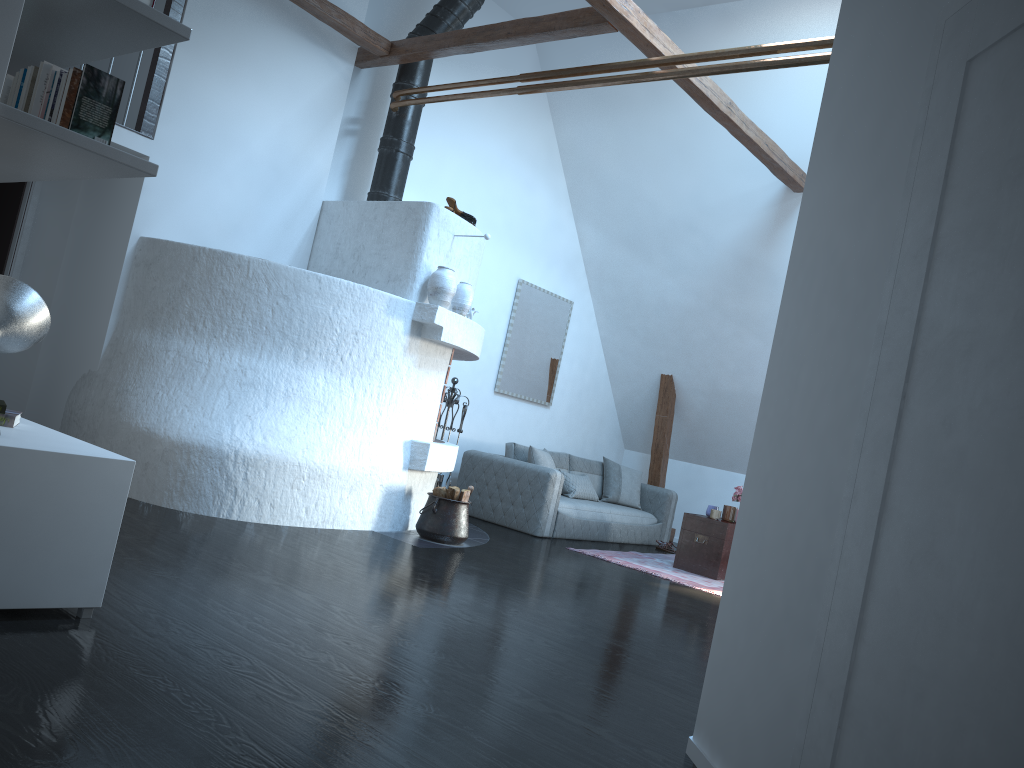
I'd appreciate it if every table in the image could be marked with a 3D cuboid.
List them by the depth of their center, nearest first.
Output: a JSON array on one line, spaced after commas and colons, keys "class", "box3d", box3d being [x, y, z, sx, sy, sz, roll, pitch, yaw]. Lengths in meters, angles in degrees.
[{"class": "table", "box3d": [1.909, 1.474, 7.981, 0.471, 0.492, 0.962, 10, -4, 40]}]

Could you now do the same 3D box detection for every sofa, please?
[{"class": "sofa", "box3d": [0.634, 1.118, 9.083, 1.107, 0.770, 2.458, 10, -4, 40]}]

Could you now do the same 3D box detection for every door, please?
[{"class": "door", "box3d": [0.883, 0.087, 1.627, 0.170, 2.074, 0.974, 13, -3, -4]}, {"class": "door", "box3d": [-3.774, -0.716, 5.482, 0.698, 2.074, 1.433, 12, -3, -1]}]

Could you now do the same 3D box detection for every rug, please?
[{"class": "rug", "box3d": [1.823, 1.700, 7.959, 1.512, 0.029, 2.647, 10, -4, 40]}]

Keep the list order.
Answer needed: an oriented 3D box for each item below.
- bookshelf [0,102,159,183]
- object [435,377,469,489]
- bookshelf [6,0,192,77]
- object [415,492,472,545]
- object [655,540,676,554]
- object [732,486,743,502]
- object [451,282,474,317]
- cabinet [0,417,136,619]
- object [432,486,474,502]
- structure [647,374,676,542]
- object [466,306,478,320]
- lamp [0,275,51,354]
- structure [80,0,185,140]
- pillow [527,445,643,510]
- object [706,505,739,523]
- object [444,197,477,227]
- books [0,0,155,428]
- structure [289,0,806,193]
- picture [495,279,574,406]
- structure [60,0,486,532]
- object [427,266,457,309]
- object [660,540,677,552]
[{"class": "bookshelf", "box3d": [-1.800, -0.797, 3.033, 1.471, 0.038, 0.478, 10, -4, 40]}, {"class": "object", "box3d": [-0.650, 0.545, 8.109, 0.376, 1.245, 0.376, 11, -3, 20]}, {"class": "bookshelf", "box3d": [-1.706, -1.229, 3.057, 1.471, 0.038, 0.478, 10, -4, 40]}, {"class": "object", "box3d": [-0.479, 0.961, 6.319, 0.384, 0.313, 0.384, 14, -3, -24]}, {"class": "object", "box3d": [1.600, 1.675, 9.106, 0.277, 0.090, 0.101, 11, -4, 28]}, {"class": "object", "box3d": [2.141, 1.109, 8.191, 0.235, 0.351, 0.234, 12, -3, 0]}, {"class": "object", "box3d": [-0.364, -0.600, 6.439, 0.158, 0.274, 0.158, 13, -3, -11]}, {"class": "cabinet", "box3d": [-1.988, 0.343, 3.043, 1.469, 0.507, 0.638, 10, -4, 40]}, {"class": "object", "box3d": [-0.455, 0.880, 6.302, 0.270, 0.370, 0.240, 10, -4, 39]}, {"class": "structure", "box3d": [6.476, 1.648, 6.481, 12.350, 1.963, 1.023, 10, -4, 40]}, {"class": "object", "box3d": [-0.316, -0.533, 6.611, 0.064, 0.114, 0.161, 10, -4, 42]}, {"class": "lamp", "box3d": [-1.621, -0.102, 2.714, 0.259, 0.481, 0.303, 12, -3, 2]}, {"class": "structure", "box3d": [-2.874, -1.152, 4.904, 0.781, 3.267, 1.897, 10, -4, 40]}, {"class": "pillow", "box3d": [0.757, 0.962, 9.045, 0.444, 0.515, 2.075, 10, -4, 40]}, {"class": "object", "box3d": [1.875, 1.147, 7.933, 0.413, 0.138, 0.215, 15, -4, -39]}, {"class": "object", "box3d": [-0.412, -1.263, 6.746, 0.311, 0.094, 0.783, 11, -3, 25]}, {"class": "books", "box3d": [-1.776, -0.698, 3.108, 1.387, 1.622, 0.393, 10, -4, 35]}, {"class": "structure", "box3d": [2.676, -2.192, 3.804, 15.910, 3.562, 10.230, 9, -4, 45]}, {"class": "picture", "box3d": [0.255, -0.418, 9.445, 0.025, 1.185, 0.965, 10, -4, 40]}, {"class": "structure", "box3d": [-1.476, -1.458, 7.055, 3.058, 4.752, 3.049, 15, -4, -42]}, {"class": "object", "box3d": [-0.494, -0.660, 6.219, 0.203, 0.314, 0.203, 11, -3, 24]}, {"class": "object", "box3d": [1.671, 1.698, 9.248, 0.277, 0.090, 0.101, 13, -3, -4]}]
